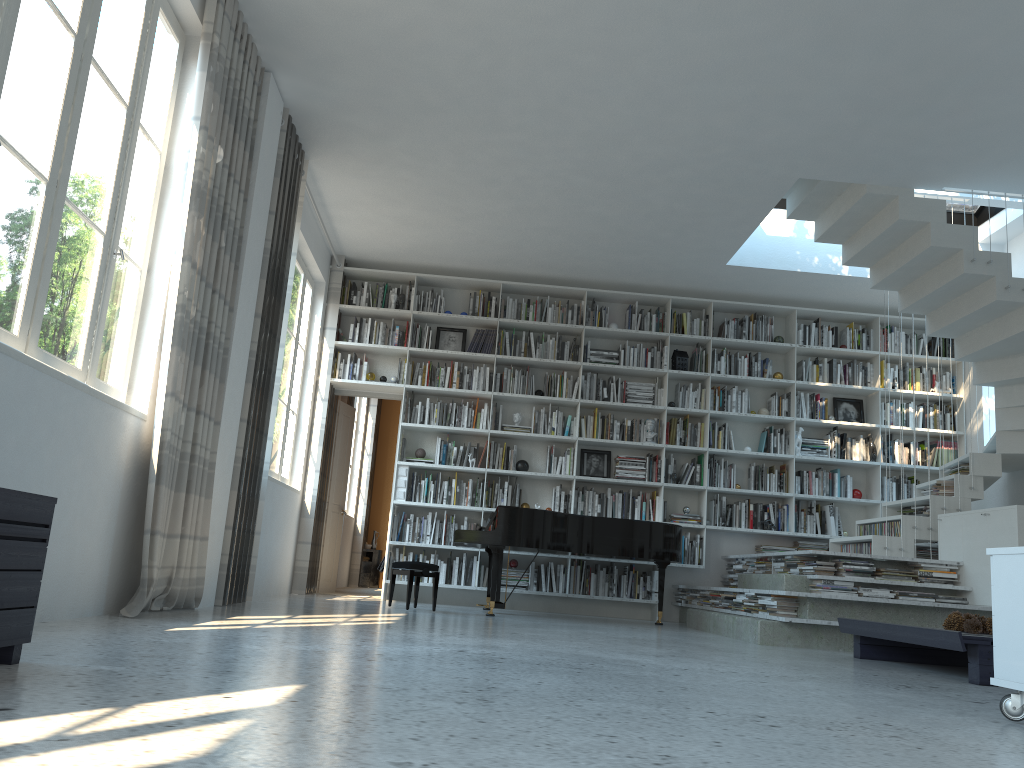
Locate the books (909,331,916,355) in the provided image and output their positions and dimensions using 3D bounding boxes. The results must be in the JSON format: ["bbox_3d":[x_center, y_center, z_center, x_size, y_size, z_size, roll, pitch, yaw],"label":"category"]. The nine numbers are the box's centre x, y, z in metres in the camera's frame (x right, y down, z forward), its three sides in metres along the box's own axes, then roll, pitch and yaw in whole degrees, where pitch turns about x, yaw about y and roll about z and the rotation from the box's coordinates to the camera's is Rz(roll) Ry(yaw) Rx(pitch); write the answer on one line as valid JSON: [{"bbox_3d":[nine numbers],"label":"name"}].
[{"bbox_3d":[4.059,-0.376,9.006,0.012,0.284,0.160,5,-12,-2],"label":"books"}]

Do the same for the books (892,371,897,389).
[{"bbox_3d":[3.774,-0.016,8.818,0.024,0.193,0.190,5,-12,-2],"label":"books"}]

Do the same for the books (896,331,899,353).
[{"bbox_3d":[3.878,-0.388,8.993,0.027,0.275,0.148,5,-12,-2],"label":"books"}]

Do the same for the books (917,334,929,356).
[{"bbox_3d":[4.174,-0.362,9.011,0.069,0.276,0.132,5,-12,-2],"label":"books"}]

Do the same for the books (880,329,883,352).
[{"bbox_3d":[3.709,-0.404,8.982,0.022,0.274,0.160,5,-12,-2],"label":"books"}]

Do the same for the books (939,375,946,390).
[{"bbox_3d":[4.302,0.037,8.920,0.023,0.213,0.181,5,-12,-2],"label":"books"}]

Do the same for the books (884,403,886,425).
[{"bbox_3d":[3.679,0.328,8.843,0.026,0.249,0.161,5,-12,-2],"label":"books"}]

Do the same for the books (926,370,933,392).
[{"bbox_3d":[4.177,0.002,8.916,0.022,0.260,0.161,5,-12,-2],"label":"books"}]

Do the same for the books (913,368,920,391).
[{"bbox_3d":[3.998,-0.015,8.860,0.042,0.241,0.248,5,-12,-2],"label":"books"}]

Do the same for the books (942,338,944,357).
[{"bbox_3d":[4.353,-0.355,9.017,0.012,0.291,0.140,5,-12,-2],"label":"books"}]

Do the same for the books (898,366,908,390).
[{"bbox_3d":[3.885,-0.036,8.831,0.023,0.253,0.190,5,-12,-2],"label":"books"}]

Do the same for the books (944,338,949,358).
[{"bbox_3d":[4.367,-0.357,8.986,0.014,0.286,0.190,5,-12,-2],"label":"books"}]

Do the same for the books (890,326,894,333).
[{"bbox_3d":[3.835,-0.416,9.001,0.012,0.325,0.151,5,-12,-2],"label":"books"}]

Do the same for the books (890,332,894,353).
[{"bbox_3d":[3.815,-0.380,8.977,0.023,0.243,0.183,5,-12,-2],"label":"books"}]

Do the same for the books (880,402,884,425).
[{"bbox_3d":[3.661,0.322,8.830,0.012,0.253,0.161,5,-12,-2],"label":"books"}]

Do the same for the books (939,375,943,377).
[{"bbox_3d":[4.324,0.037,8.946,0.023,0.227,0.131,5,-12,-2],"label":"books"}]

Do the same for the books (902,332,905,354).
[{"bbox_3d":[3.927,-0.379,8.989,0.029,0.263,0.179,5,-12,-2],"label":"books"}]

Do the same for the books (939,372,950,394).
[{"bbox_3d":[4.352,0.021,8.936,0.029,0.257,0.163,5,-12,-2],"label":"books"}]

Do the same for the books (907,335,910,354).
[{"bbox_3d":[3.991,-0.360,8.989,0.025,0.236,0.144,5,-12,-2],"label":"books"}]

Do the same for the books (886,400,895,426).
[{"bbox_3d":[3.763,0.311,8.819,0.014,0.285,0.186,5,-12,-2],"label":"books"}]

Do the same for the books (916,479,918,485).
[{"bbox_3d":[3.947,1.071,8.708,0.012,0.253,0.161,5,-12,-2],"label":"books"}]

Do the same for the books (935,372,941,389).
[{"bbox_3d":[4.258,0.013,8.924,0.070,0.253,0.154,5,-12,-2],"label":"books"}]

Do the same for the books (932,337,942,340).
[{"bbox_3d":[4.320,-0.369,9.013,0.014,0.312,0.162,5,-12,-2],"label":"books"}]

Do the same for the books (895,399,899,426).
[{"bbox_3d":[3.807,0.315,8.847,0.022,0.296,0.162,5,-12,-2],"label":"books"}]

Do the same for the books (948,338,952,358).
[{"bbox_3d":[4.415,-0.331,9.001,0.014,0.247,0.185,5,-12,-2],"label":"books"}]

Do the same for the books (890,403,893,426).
[{"bbox_3d":[3.741,0.327,8.829,0.026,0.256,0.173,5,-12,-2],"label":"books"}]

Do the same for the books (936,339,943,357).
[{"bbox_3d":[4.305,-0.327,8.981,0.012,0.215,0.193,5,-12,-2],"label":"books"}]

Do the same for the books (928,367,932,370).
[{"bbox_3d":[4.194,-0.009,8.941,0.011,0.294,0.151,5,-12,-2],"label":"books"}]

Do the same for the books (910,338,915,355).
[{"bbox_3d":[4.029,-0.342,8.991,0.026,0.207,0.163,5,-12,-2],"label":"books"}]

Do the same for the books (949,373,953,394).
[{"bbox_3d":[4.385,0.029,8.935,0.040,0.246,0.160,5,-12,-2],"label":"books"}]

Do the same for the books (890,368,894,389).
[{"bbox_3d":[3.739,-0.033,8.825,0.049,0.223,0.162,5,-12,-2],"label":"books"}]

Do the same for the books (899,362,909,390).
[{"bbox_3d":[3.909,-0.054,8.840,0.022,0.296,0.152,5,-12,-2],"label":"books"}]

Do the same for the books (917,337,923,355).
[{"bbox_3d":[4.140,-0.344,9.009,0.010,0.235,0.132,5,-12,-2],"label":"books"}]

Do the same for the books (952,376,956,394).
[{"bbox_3d":[4.410,0.042,8.915,0.011,0.216,0.170,5,-12,-2],"label":"books"}]

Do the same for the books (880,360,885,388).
[{"bbox_3d":[3.663,-0.075,8.826,0.010,0.293,0.183,5,-12,-2],"label":"books"}]

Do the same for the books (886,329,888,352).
[{"bbox_3d":[3.764,-0.399,8.967,0.012,0.268,0.185,5,-12,-2],"label":"books"}]

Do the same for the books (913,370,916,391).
[{"bbox_3d":[3.971,-0.012,8.835,0.013,0.222,0.175,5,-12,-2],"label":"books"}]

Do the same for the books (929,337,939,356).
[{"bbox_3d":[4.265,-0.342,9.002,0.068,0.246,0.160,5,-12,-2],"label":"books"}]

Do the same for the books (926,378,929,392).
[{"bbox_3d":[4.146,0.041,8.926,0.034,0.182,0.157,5,-12,-2],"label":"books"}]

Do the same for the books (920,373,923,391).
[{"bbox_3d":[4.071,0.013,8.908,0.023,0.220,0.172,5,-12,-2],"label":"books"}]

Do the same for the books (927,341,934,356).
[{"bbox_3d":[4.219,-0.323,8.979,0.024,0.192,0.187,5,-12,-2],"label":"books"}]

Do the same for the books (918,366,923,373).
[{"bbox_3d":[4.091,-0.021,8.923,0.010,0.294,0.165,5,-12,-2],"label":"books"}]

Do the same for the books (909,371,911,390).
[{"bbox_3d":[3.923,-0.007,8.835,0.014,0.205,0.184,5,-12,-2],"label":"books"}]

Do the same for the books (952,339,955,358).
[{"bbox_3d":[4.434,-0.326,8.989,0.025,0.237,0.188,5,-12,-2],"label":"books"}]

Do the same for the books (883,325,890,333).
[{"bbox_3d":[3.800,-0.422,8.999,0.014,0.331,0.143,5,-12,-2],"label":"books"}]

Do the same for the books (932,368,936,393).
[{"bbox_3d":[4.212,-0.006,8.930,0.023,0.286,0.163,5,-12,-2],"label":"books"}]

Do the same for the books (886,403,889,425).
[{"bbox_3d":[3.705,0.326,8.816,0.023,0.247,0.182,5,-12,-2],"label":"books"}]

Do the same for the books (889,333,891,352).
[{"bbox_3d":[3.779,-0.378,8.967,0.022,0.228,0.175,5,-12,-2],"label":"books"}]

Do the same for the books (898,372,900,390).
[{"bbox_3d":[3.826,-0.003,8.875,0.038,0.198,0.171,5,-12,-2],"label":"books"}]

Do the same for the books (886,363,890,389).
[{"bbox_3d":[3.704,-0.058,8.817,0.026,0.262,0.189,5,-12,-2],"label":"books"}]

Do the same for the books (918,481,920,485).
[{"bbox_3d":[3.959,1.078,8.703,0.013,0.239,0.166,5,-12,-2],"label":"books"}]

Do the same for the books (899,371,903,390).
[{"bbox_3d":[3.859,-0.013,8.844,0.025,0.211,0.135,5,-12,-2],"label":"books"}]

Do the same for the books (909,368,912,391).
[{"bbox_3d":[3.942,-0.022,8.846,0.022,0.242,0.145,5,-12,-2],"label":"books"}]

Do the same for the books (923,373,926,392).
[{"bbox_3d":[4.100,0.018,8.903,0.013,0.212,0.187,5,-12,-2],"label":"books"}]

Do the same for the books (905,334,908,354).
[{"bbox_3d":[3.965,-0.367,8.997,0.027,0.249,0.155,5,-12,-2],"label":"books"}]

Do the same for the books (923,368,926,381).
[{"bbox_3d":[4.120,-0.009,8.935,0.024,0.281,0.154,5,-12,-2],"label":"books"}]

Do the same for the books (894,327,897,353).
[{"bbox_3d":[3.846,-0.408,8.985,0.012,0.305,0.185,5,-12,-2],"label":"books"}]

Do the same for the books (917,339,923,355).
[{"bbox_3d":[4.106,-0.338,8.992,0.057,0.211,0.163,5,-12,-2],"label":"books"}]

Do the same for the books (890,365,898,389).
[{"bbox_3d":[3.800,-0.045,8.840,0.023,0.263,0.158,5,-12,-2],"label":"books"}]

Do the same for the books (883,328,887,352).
[{"bbox_3d":[3.752,-0.406,8.981,0.013,0.286,0.151,5,-12,-2],"label":"books"}]
